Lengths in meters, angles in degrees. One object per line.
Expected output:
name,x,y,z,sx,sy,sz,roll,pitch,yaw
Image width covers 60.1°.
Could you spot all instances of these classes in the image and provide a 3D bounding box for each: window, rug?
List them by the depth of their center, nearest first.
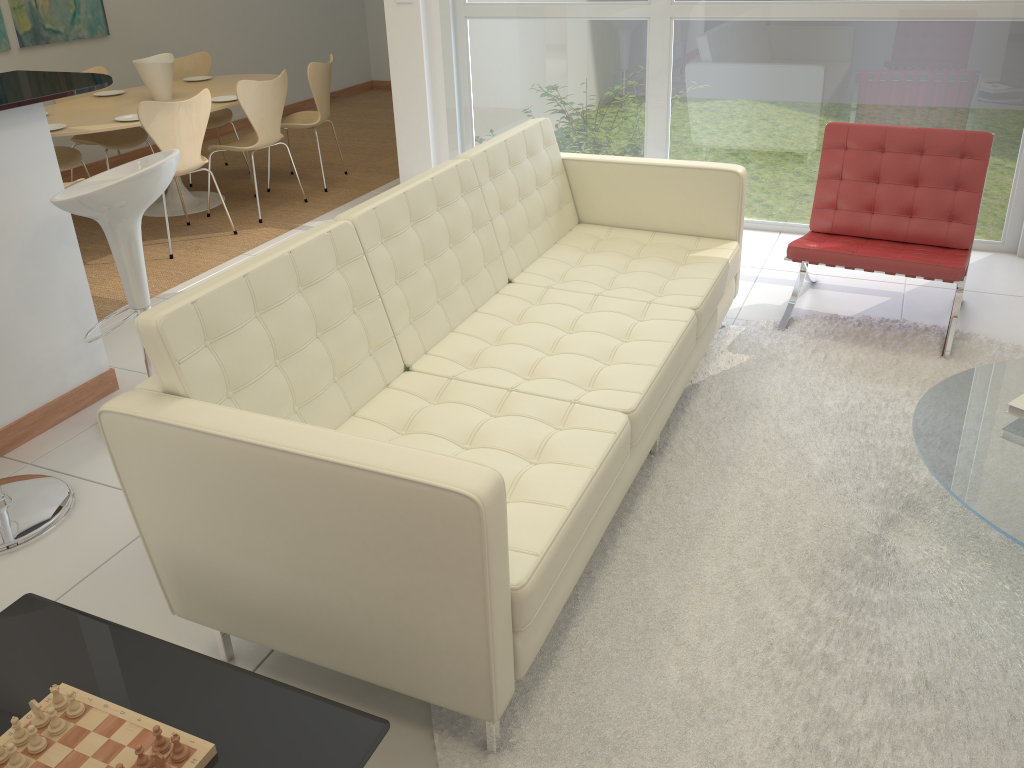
rug,1.096,0.449,2.631,2.451,0.004,3.392,10,30,23
window,1.139,-2.161,4.817,3.444,2.654,0.123,10,28,23

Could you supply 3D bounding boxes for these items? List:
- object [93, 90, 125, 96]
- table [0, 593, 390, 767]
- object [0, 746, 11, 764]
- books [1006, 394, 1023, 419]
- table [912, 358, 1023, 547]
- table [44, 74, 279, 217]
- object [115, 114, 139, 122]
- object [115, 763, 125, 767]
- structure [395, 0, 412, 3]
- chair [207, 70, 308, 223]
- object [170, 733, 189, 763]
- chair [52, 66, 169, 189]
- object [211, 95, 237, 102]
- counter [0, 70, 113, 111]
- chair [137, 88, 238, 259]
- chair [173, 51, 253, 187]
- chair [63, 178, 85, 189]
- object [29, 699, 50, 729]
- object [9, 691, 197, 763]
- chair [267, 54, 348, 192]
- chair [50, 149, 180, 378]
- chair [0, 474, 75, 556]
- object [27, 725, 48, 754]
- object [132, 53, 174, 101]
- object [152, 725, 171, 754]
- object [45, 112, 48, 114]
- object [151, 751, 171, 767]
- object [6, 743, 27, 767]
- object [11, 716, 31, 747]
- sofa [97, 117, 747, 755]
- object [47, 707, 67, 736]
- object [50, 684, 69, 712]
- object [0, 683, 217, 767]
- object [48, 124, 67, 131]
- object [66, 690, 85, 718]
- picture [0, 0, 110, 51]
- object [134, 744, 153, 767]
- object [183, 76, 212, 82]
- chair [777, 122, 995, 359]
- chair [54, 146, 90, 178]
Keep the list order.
object,-2.825,-2.036,6.210,0.212,0.015,0.213,20,35,37
table,-0.763,0.858,1.536,0.919,0.413,0.715,10,29,22
object,-0.862,0.603,1.480,0.030,0.062,0.030,13,29,29
books,1.552,0.062,2.402,0.326,0.026,0.259,-20,32,-31
table,1.815,0.405,2.233,1.541,0.395,1.347,9,29,21
table,-2.366,-1.594,6.110,1.284,0.713,2.306,10,29,23
object,-2.270,-1.594,5.307,0.212,0.015,0.213,-22,33,-34
object,-0.627,0.630,1.424,0.030,0.048,0.030,13,30,29
structure,-0.668,-2.392,5.422,0.114,0.102,0.013,10,28,23
chair,-1.729,-1.590,5.869,0.517,0.887,0.531,9,28,22
object,-0.558,0.604,1.476,0.030,0.043,0.030,13,30,29
chair,-2.851,-1.727,6.221,0.518,0.887,0.531,11,29,26
object,-1.883,-1.868,5.811,0.211,0.015,0.214,-11,29,-17
counter,-2.363,-0.610,2.393,0.738,0.019,3.023,10,29,22
chair,-2.046,-1.279,5.287,0.518,0.887,0.530,13,30,29
chair,-2.421,-2.053,6.822,0.527,0.887,0.522,-23,32,-36
chair,-2.684,-1.088,4.965,0.521,0.887,0.527,2,26,8
object,-0.830,0.573,1.548,0.030,0.051,0.030,5,27,16
object,-0.741,0.661,1.422,0.350,0.001,0.353,10,30,22
chair,-1.522,-1.914,6.483,0.516,0.887,0.533,1,26,7
chair,-1.376,-0.335,3.272,0.465,0.998,0.467,2,26,10
chair,-1.671,-0.011,2.666,0.468,0.998,0.464,15,30,32
object,-0.809,0.598,1.500,0.030,0.048,0.030,13,30,29
object,-2.365,-2.042,5.905,0.273,0.274,0.265,-16,29,-26
object,-0.594,0.595,1.490,0.030,0.048,0.030,13,30,29
object,-2.998,-1.668,5.507,0.212,0.015,0.213,-25,35,-37
object,-0.574,0.618,1.441,0.030,0.051,0.030,13,30,29
object,-0.826,0.616,1.467,0.030,0.048,0.030,13,30,29
object,-0.846,0.589,1.515,0.030,0.053,0.030,13,30,29
sofa,0.043,-0.192,2.970,1.004,0.902,2.616,9,29,22
object,-0.793,0.580,1.533,0.030,0.048,0.030,13,30,29
object,-0.813,0.559,1.583,0.030,0.043,0.030,13,30,29
object,-0.741,0.671,1.427,0.361,0.021,0.367,10,30,22
object,-2.680,-1.472,5.102,0.212,0.015,0.213,-25,35,-37
object,-0.777,0.563,1.566,0.030,0.048,0.030,13,30,29
picture,-3.600,-3.073,6.048,0.020,1.473,1.773,9,28,22
object,-0.610,0.613,1.457,0.030,0.048,0.030,13,30,29
object,-2.381,-2.309,6.707,0.210,0.015,0.215,-1,27,3
chair,1.647,-0.674,3.909,0.703,0.799,0.719,12,29,27
chair,-3.035,-1.420,5.639,0.515,0.887,0.533,-1,26,4
